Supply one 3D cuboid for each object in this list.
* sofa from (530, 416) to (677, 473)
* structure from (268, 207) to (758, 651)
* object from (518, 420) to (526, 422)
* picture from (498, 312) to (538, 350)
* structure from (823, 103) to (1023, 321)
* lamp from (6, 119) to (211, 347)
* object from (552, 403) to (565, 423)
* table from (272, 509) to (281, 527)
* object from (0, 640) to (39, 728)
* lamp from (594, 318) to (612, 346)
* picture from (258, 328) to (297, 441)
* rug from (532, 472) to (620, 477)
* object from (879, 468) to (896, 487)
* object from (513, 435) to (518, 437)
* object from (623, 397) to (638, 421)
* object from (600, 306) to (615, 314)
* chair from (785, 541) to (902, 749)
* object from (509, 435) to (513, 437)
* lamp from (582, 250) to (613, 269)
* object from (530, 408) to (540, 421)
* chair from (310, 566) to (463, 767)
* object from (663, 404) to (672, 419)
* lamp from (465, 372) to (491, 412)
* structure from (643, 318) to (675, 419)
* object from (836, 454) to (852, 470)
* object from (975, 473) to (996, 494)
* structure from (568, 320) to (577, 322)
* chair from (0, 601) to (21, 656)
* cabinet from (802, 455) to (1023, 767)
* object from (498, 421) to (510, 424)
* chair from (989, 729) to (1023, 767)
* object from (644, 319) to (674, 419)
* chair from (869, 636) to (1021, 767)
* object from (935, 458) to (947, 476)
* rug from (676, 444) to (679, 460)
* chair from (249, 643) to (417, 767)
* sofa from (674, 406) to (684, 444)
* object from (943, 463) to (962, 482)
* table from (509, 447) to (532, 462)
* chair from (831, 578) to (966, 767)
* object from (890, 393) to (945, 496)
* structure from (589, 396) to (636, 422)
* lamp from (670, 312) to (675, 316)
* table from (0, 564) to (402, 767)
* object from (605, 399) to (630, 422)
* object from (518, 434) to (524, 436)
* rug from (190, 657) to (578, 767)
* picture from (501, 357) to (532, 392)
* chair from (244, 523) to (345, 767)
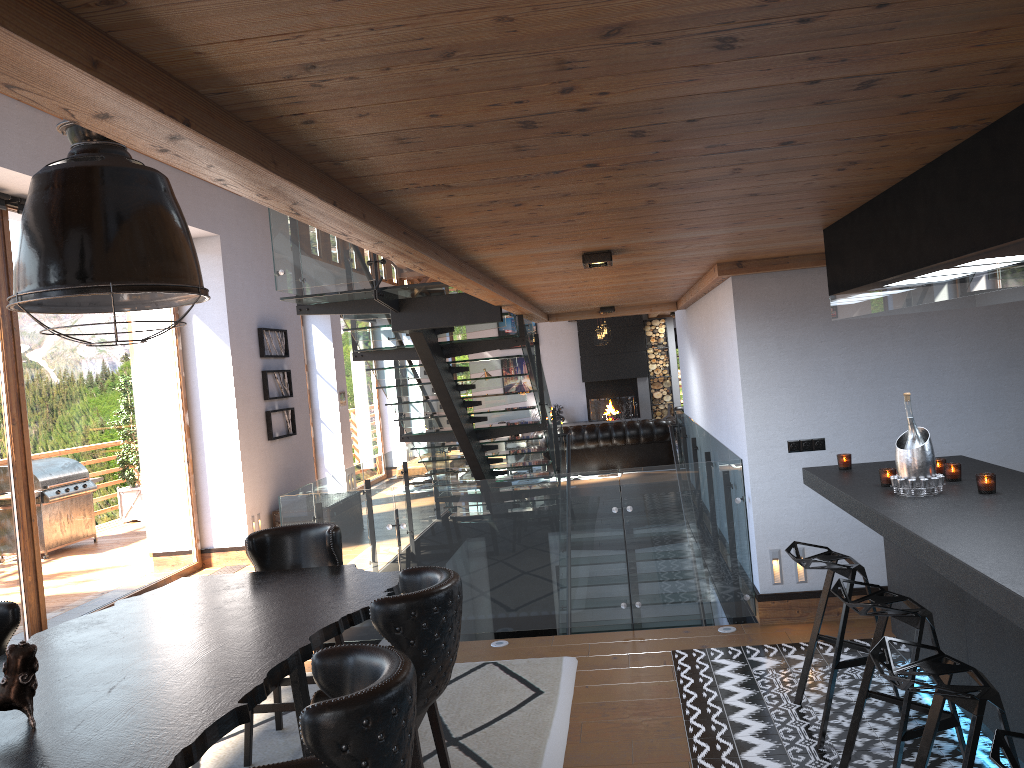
[{"bbox_3d":[1.559,1.025,14.545,2.560,0.838,1.242,-5,1,5],"label":"sofa"},{"bbox_3d":[-2.502,1.539,8.050,9.187,6.398,11.056,-5,1,6],"label":"structure"},{"bbox_3d":[0.204,0.877,19.472,0.280,0.160,0.260,-5,1,8],"label":"object"},{"bbox_3d":[0.122,-1.201,19.703,0.877,0.816,0.036,-5,0,5],"label":"picture"},{"bbox_3d":[1.762,-0.546,2.861,0.709,0.476,3.259,-5,1,7],"label":"structure"},{"bbox_3d":[-1.549,-2.467,2.979,0.629,4.684,0.614,-6,0,-39],"label":"lamp"},{"bbox_3d":[0.978,0.654,19.371,0.338,0.455,0.337,-5,1,32],"label":"object"},{"bbox_3d":[-2.306,1.633,10.655,0.682,0.469,1.258,-5,1,7],"label":"table"},{"bbox_3d":[-1.468,0.868,2.521,0.223,0.253,0.114,-6,1,-31],"label":"object"},{"bbox_3d":[1.601,-1.829,16.661,0.262,2.201,0.802,-5,0,-2],"label":"lamp"},{"bbox_3d":[-2.815,-0.008,10.655,0.059,1.312,0.776,-5,0,7],"label":"picture"},{"bbox_3d":[0.006,1.552,15.204,3.797,0.053,2.439,-5,1,7],"label":"rug"},{"bbox_3d":[1.792,0.445,4.223,0.080,0.081,0.078,-6,1,-29],"label":"object"},{"bbox_3d":[0.047,0.826,15.129,0.089,0.286,0.086,-6,0,-44],"label":"object"},{"bbox_3d":[2.530,0.781,18.736,0.311,1.017,0.304,-6,0,-38],"label":"object"},{"bbox_3d":[1.011,-0.789,9.375,0.155,0.068,0.262,-5,1,7],"label":"object"},{"bbox_3d":[1.586,1.190,4.205,0.468,0.839,0.540,-5,0,6],"label":"chair"},{"bbox_3d":[-0.010,0.830,15.201,0.087,0.286,0.088,-5,0,19],"label":"object"},{"bbox_3d":[0.449,-0.658,4.654,0.155,0.068,0.262,-5,1,7],"label":"lamp"},{"bbox_3d":[0.537,0.667,19.348,0.262,0.532,0.423,-5,1,-25],"label":"object"},{"bbox_3d":[-0.418,1.264,3.230,0.567,1.092,0.505,-5,0,5],"label":"chair"},{"bbox_3d":[3.338,0.822,18.855,0.269,0.795,0.262,-5,0,-11],"label":"object"},{"bbox_3d":[-0.853,0.650,18.668,0.522,1.899,1.336,-5,1,27],"label":"lamp"},{"bbox_3d":[3.198,-0.094,19.168,0.500,2.617,0.513,-5,0,6],"label":"structure"},{"bbox_3d":[1.837,0.429,4.895,0.078,0.081,0.080,-5,1,41],"label":"object"},{"bbox_3d":[2.042,0.428,3.816,0.080,0.081,0.078,-6,1,-29],"label":"object"},{"bbox_3d":[1.324,-1.542,19.505,0.213,0.349,0.214,-5,0,6],"label":"structure"},{"bbox_3d":[-1.976,1.415,3.328,0.565,1.092,0.507,-5,0,15],"label":"chair"},{"bbox_3d":[1.877,1.058,2.685,0.886,1.103,4.814,-5,1,7],"label":"cabinet"},{"bbox_3d":[-0.191,0.901,19.491,0.229,0.183,0.400,-6,1,-40],"label":"object"},{"bbox_3d":[1.372,1.247,1.957,0.468,0.839,0.539,-5,0,3],"label":"chair"},{"bbox_3d":[3.193,-0.087,19.178,0.492,2.612,0.467,-5,0,6],"label":"object"},{"bbox_3d":[1.376,1.235,2.675,0.467,0.839,0.541,-5,0,12],"label":"chair"},{"bbox_3d":[2.110,0.413,4.387,0.080,0.081,0.078,-6,1,-29],"label":"object"},{"bbox_3d":[3.230,1.241,16.003,2.425,0.053,4.056,-5,1,7],"label":"rug"},{"bbox_3d":[-0.483,1.286,2.267,0.571,1.092,0.502,-5,0,-10],"label":"chair"},{"bbox_3d":[3.719,0.794,16.488,1.236,0.838,2.572,-5,1,6],"label":"sofa"},{"bbox_3d":[2.088,0.418,4.198,0.080,0.081,0.078,-6,1,-29],"label":"object"},{"bbox_3d":[0.117,1.263,15.206,0.404,0.609,0.418,-5,1,6],"label":"table"},{"bbox_3d":[1.540,1.207,3.449,0.468,0.839,0.539,-5,0,3],"label":"chair"},{"bbox_3d":[1.795,0.263,3.961,0.225,0.452,0.225,-5,0,6],"label":"object"},{"bbox_3d":[2.174,0.553,19.143,0.980,0.514,0.184,-5,0,5],"label":"structure"},{"bbox_3d":[3.345,-1.457,18.278,0.155,0.068,0.262,-5,1,7],"label":"lamp"},{"bbox_3d":[-1.301,1.448,2.562,1.425,0.949,3.807,-5,1,7],"label":"table"},{"bbox_3d":[1.966,0.619,16.043,0.403,0.808,0.624,-5,1,18],"label":"object"},{"bbox_3d":[0.148,0.816,15.115,0.088,0.286,0.087,-5,0,-17],"label":"object"},{"bbox_3d":[-1.161,1.886,2.880,2.545,0.047,5.647,-5,1,7],"label":"rug"},{"bbox_3d":[0.213,-0.211,19.708,0.877,0.816,0.036,-5,0,5],"label":"picture"},{"bbox_3d":[-1.099,1.304,4.550,0.503,1.092,0.569,-5,0,5],"label":"chair"}]
